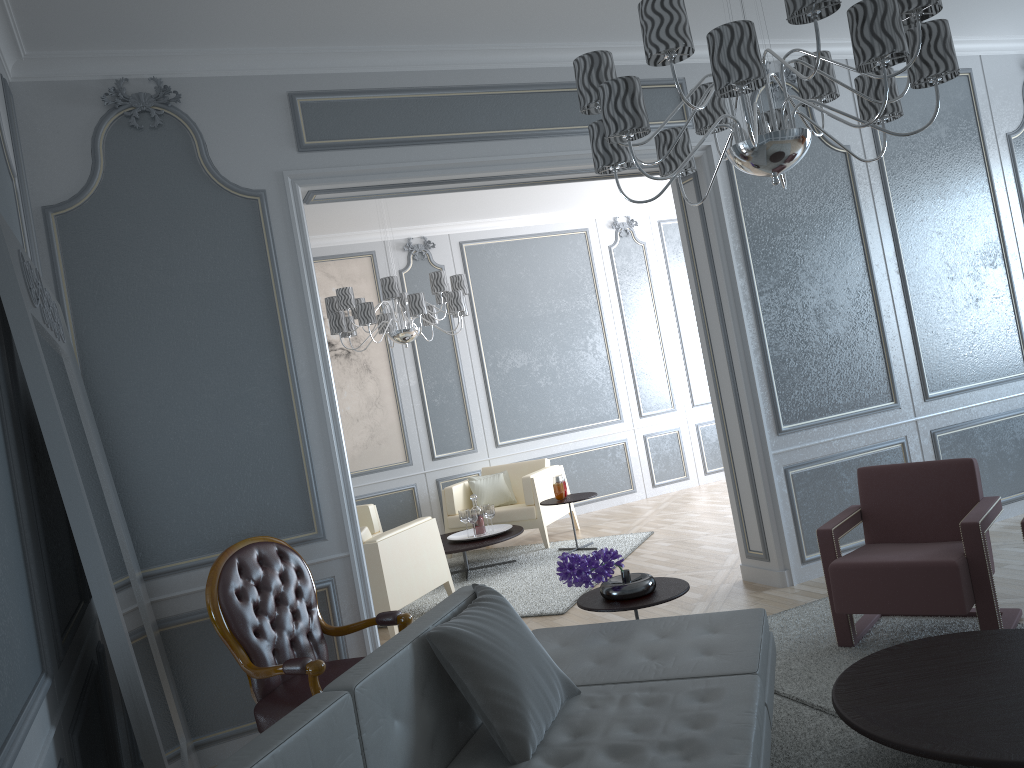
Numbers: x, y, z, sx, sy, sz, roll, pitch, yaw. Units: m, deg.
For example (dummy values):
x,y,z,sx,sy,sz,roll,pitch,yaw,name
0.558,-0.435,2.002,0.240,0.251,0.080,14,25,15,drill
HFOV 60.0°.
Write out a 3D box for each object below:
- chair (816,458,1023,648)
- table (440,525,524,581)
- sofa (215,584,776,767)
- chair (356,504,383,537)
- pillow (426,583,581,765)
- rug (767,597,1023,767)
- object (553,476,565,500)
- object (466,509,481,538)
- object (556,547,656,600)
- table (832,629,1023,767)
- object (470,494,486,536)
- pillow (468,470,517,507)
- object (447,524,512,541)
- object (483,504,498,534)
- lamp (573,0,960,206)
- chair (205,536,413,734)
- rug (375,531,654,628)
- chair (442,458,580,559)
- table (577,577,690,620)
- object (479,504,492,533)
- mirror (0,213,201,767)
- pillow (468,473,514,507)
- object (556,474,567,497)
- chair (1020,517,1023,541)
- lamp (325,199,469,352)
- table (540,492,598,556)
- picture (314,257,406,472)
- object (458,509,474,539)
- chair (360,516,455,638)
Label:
x,y,z,sx,sy,sz,roll,pitch,yaw,name
1.513,0.644,3.356,0.575,0.620,0.607,-11,-1,38,chair
-0.332,1.211,6.249,0.883,0.239,0.881,-10,-1,-25,table
0.114,0.856,1.919,0.809,0.668,2.205,-11,-1,18,sofa
-1.438,1.219,6.475,0.736,0.621,0.855,-11,-1,23,chair
-0.012,0.705,2.189,0.253,0.354,0.422,-11,-1,15,pillow
1.231,1.001,2.250,2.020,0.010,3.199,-10,-1,-22,rug
0.330,0.738,6.284,0.075,0.166,0.075,-9,-2,-33,object
-0.267,0.974,6.173,0.080,0.196,0.080,-10,-2,-19,object
0.340,0.664,3.140,0.206,0.221,0.425,-11,-1,38,object
1.289,0.874,2.238,0.882,0.239,0.882,-10,-1,-5,table
-0.248,0.923,6.261,0.086,0.290,0.086,-10,-2,-1,object
-0.158,0.861,7.175,0.351,0.276,0.184,-10,-1,-16,pillow
-0.225,1.055,6.246,0.468,0.028,0.468,-10,-1,-10,object
-0.149,0.953,6.245,0.080,0.196,0.080,-9,-2,-39,object
0.632,-1.104,2.484,0.977,1.120,0.975,-9,-1,-34,lamp
-0.686,0.938,3.148,0.574,0.829,0.573,-11,-1,28,chair
-0.254,1.310,5.948,1.998,0.010,2.002,-10,-1,23,rug
-0.030,0.971,7.061,0.854,0.621,0.738,-11,-1,23,chair
0.474,0.949,3.229,0.415,0.385,0.413,-9,-1,-35,table
-0.180,0.960,6.322,0.080,0.196,0.080,-9,-2,-39,object
-1.140,0.529,2.568,0.251,1.793,1.398,-10,-1,-22,mirror
-0.167,0.862,7.087,0.312,0.245,0.163,-10,-1,-28,pillow
0.354,0.734,6.367,0.075,0.166,0.075,-11,-2,27,object
2.039,0.545,2.903,0.575,0.620,0.607,-11,-1,38,chair
-0.833,-0.799,6.155,0.977,1.120,0.975,-9,-1,-34,lamp
0.434,0.998,6.287,0.414,0.385,0.414,-11,-1,25,table
-1.590,-0.118,7.254,1.200,1.752,0.001,-10,-2,-22,picture
-0.324,0.985,6.252,0.080,0.196,0.080,-9,-2,-39,object
-0.895,1.106,5.113,0.854,0.621,0.738,-11,-1,23,chair
